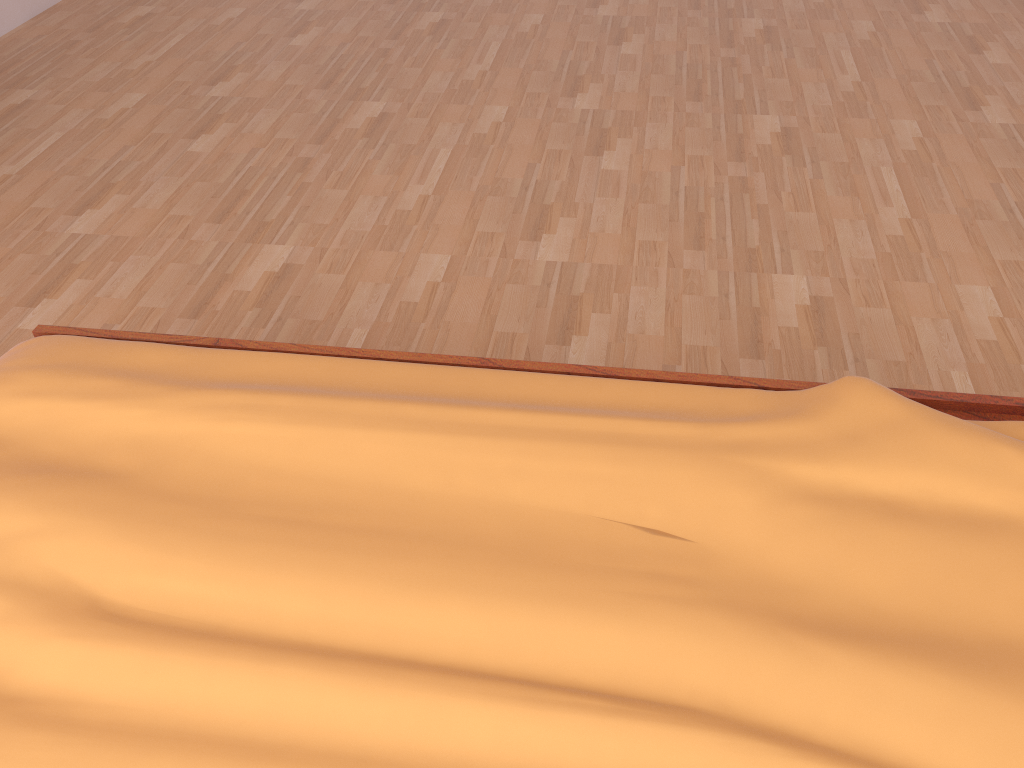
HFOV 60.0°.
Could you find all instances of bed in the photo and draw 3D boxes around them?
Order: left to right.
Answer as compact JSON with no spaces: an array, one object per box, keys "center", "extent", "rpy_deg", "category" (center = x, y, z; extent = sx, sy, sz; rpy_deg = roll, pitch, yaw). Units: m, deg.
[{"center":[-0.221,0.611,0.489],"extent":[1.632,0.560,1.990],"rpy_deg":[4,41,8],"category":"bed"}]
